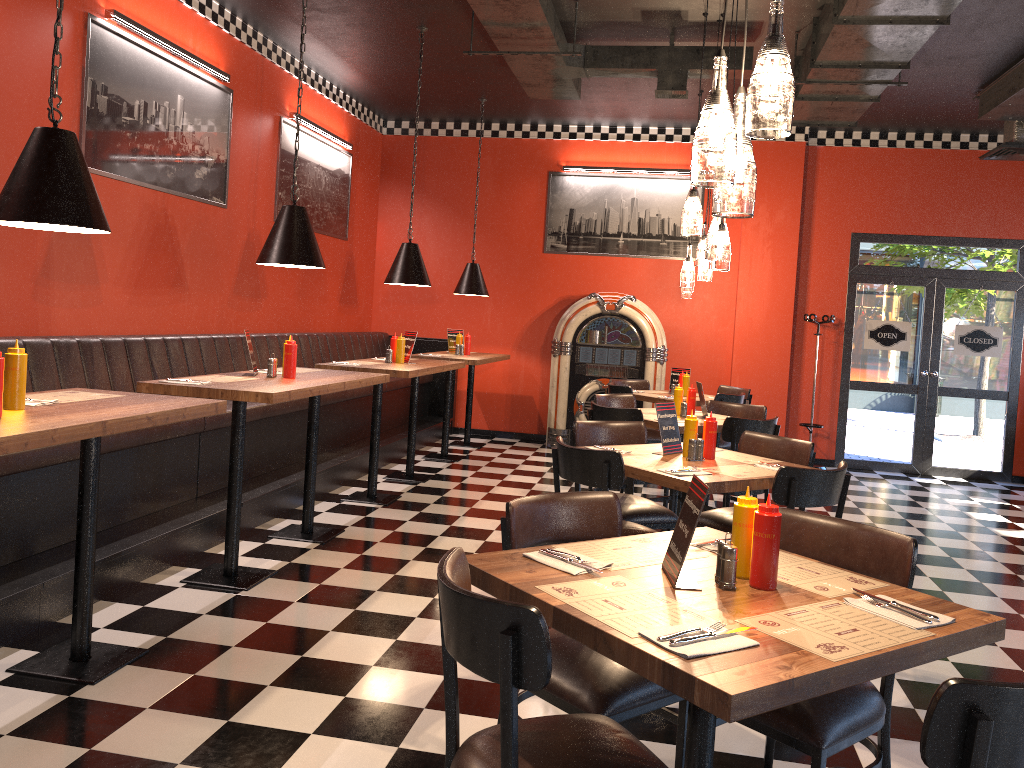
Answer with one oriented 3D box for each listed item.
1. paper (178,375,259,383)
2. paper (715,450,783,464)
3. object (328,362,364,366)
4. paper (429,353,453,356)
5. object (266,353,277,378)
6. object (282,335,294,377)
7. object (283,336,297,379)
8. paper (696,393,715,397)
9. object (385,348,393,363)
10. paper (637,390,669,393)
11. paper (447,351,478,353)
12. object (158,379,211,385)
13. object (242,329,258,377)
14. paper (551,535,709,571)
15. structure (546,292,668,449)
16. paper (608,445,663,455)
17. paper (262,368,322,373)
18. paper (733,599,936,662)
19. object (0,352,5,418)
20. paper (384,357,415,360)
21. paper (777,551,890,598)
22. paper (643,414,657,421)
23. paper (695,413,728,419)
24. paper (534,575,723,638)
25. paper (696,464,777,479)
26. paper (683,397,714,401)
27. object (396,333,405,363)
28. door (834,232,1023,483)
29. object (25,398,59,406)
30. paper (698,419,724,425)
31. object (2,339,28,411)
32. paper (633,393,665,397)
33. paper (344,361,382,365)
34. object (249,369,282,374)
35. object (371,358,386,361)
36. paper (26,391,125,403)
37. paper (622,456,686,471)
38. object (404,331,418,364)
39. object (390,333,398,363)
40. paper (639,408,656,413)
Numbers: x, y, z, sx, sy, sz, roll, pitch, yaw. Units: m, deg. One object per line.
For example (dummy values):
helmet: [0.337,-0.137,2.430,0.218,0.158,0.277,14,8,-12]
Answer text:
paper: [-1.529,-0.028,4.646,0.261,0.001,0.366,5,4,13]
paper: [1.162,0.375,4.553,0.261,0.001,0.366,0,5,-36]
object: [-1.189,-0.147,6.414,0.255,0.019,0.158,4,4,7]
paper: [-0.732,-0.293,8.849,0.261,0.001,0.366,5,4,13]
object: [-1.339,-0.105,4.948,0.047,0.136,0.094,4,3,0]
object: [-1.268,-0.160,5.042,0.068,0.237,0.068,4,2,19]
object: [-1.238,-0.151,4.953,0.068,0.237,0.068,5,2,31]
paper: [1.852,0.111,8.657,0.261,0.001,0.366,1,5,-35]
object: [-0.968,-0.233,6.975,0.046,0.136,0.094,3,3,-25]
paper: [1.380,0.076,8.726,0.365,0.001,0.262,1,5,-33]
paper: [-0.553,-0.354,9.813,0.261,0.001,0.366,5,4,13]
object: [-1.566,-0.013,4.306,0.255,0.019,0.158,4,4,7]
object: [-1.470,-0.178,4.995,0.072,0.256,0.189,3,3,-10]
paper: [0.334,0.475,2.516,0.365,0.001,0.262,1,5,-35]
structure: [1.068,-0.137,9.872,1.295,1.766,0.500,4,2,10]
paper: [0.689,0.341,4.613,0.365,0.001,0.262,1,5,-34]
paper: [-1.376,-0.090,5.601,0.261,0.001,0.366,5,4,13]
paper: [0.717,0.540,1.968,0.365,0.001,0.262,1,5,-34]
object: [-1.631,-0.013,2.775,0.068,0.237,0.068,3,2,-15]
paper: [-0.986,-0.220,7.660,0.261,0.001,0.366,5,4,13]
paper: [0.787,0.512,2.410,0.261,0.001,0.366,1,5,-35]
paper: [0.982,0.234,6.282,0.261,0.001,0.366,1,5,-33]
paper: [1.502,0.238,6.657,0.261,0.001,0.366,0,5,-36]
paper: [0.260,0.506,2.044,0.261,0.001,0.366,1,5,-32]
paper: [1.068,0.403,4.097,0.365,0.001,0.262,0,5,-37]
paper: [1.749,0.138,8.203,0.365,0.001,0.262,1,5,-36]
object: [-0.882,-0.283,7.018,0.068,0.237,0.068,4,2,-1]
door: [4.495,-0.301,9.512,1.801,2.569,0.128,4,2,10]
object: [-1.747,0.059,3.188,0.255,0.019,0.158,4,4,7]
paper: [1.440,0.268,6.214,0.365,0.001,0.262,1,5,-35]
object: [-1.678,-0.032,2.993,0.068,0.237,0.068,3,2,-15]
paper: [1.307,0.105,8.268,0.261,0.001,0.366,1,5,-35]
paper: [-1.152,-0.162,6.755,0.261,0.001,0.366,5,4,13]
object: [-1.413,-0.075,5.260,0.255,0.019,0.158,4,4,7]
object: [-1.023,-0.205,7.319,0.255,0.019,0.158,4,4,7]
paper: [-1.734,0.049,3.454,0.261,0.001,0.366,5,4,13]
paper: [0.625,0.371,4.154,0.261,0.001,0.366,0,5,-36]
object: [-0.844,-0.299,7.125,0.072,0.256,0.189,2,3,-38]
object: [-0.940,-0.293,7.091,0.068,0.237,0.068,4,2,5]
paper: [1.048,0.203,6.755,0.365,0.001,0.262,1,5,-36]
